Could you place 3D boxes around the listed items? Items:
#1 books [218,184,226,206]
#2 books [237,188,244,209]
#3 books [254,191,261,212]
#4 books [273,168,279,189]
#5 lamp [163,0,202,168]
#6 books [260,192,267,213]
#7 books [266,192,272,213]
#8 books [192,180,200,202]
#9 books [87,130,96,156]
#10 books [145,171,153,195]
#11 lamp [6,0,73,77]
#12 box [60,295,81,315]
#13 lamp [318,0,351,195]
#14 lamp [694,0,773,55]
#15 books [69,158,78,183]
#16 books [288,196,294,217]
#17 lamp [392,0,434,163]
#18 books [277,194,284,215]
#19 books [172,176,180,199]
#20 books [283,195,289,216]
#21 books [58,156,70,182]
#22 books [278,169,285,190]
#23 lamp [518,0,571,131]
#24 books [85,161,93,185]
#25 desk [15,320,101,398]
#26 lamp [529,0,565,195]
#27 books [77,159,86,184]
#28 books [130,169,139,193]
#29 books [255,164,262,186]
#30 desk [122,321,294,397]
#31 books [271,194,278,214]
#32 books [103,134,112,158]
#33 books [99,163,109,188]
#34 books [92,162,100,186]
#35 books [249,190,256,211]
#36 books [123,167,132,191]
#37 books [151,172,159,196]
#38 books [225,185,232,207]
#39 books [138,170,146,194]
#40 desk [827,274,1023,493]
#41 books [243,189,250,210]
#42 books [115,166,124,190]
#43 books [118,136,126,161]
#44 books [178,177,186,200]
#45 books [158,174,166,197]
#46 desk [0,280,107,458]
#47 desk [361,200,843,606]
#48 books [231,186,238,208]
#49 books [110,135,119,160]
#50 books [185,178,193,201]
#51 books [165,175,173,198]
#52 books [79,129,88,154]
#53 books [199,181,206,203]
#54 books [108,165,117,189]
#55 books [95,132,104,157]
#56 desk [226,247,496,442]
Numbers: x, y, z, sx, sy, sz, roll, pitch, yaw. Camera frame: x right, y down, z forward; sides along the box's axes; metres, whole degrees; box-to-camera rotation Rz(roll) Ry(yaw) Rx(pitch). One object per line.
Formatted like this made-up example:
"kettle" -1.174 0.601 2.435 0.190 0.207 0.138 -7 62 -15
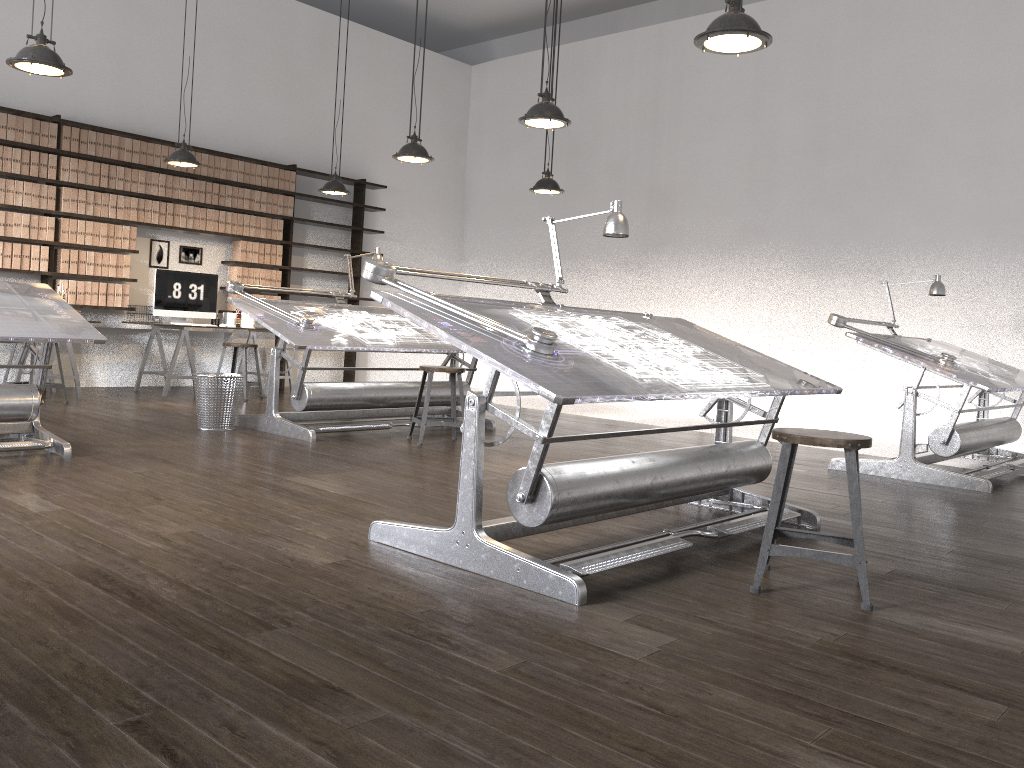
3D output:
"books" -3.037 -1.941 9.149 0.175 0.225 0.066 5 2 42
"books" -2.894 -1.943 9.307 0.175 0.225 0.066 5 2 42
"books" -2.761 -1.944 9.452 0.175 0.225 0.066 5 2 42
"books" -2.609 -2.222 9.603 0.175 0.225 0.066 5 2 42
"lamp" -2.684 -2.957 7.384 0.310 2.251 0.313 3 1 -24
"books" -2.711 -1.944 9.505 0.175 0.225 0.067 5 2 42
"books" -2.667 -1.945 9.560 0.175 0.225 0.066 5 2 42
"books" -3.224 -1.939 8.930 0.175 0.225 0.067 5 2 42
"books" -3.903 -2.208 8.153 0.175 0.225 0.066 5 2 42
"books" -3.554 -1.936 8.568 0.175 0.225 0.066 5 2 42
"lamp" -2.402 -2.769 4.617 0.310 2.251 0.313 3 1 -28
"box" -3.940 -0.681 7.821 0.138 0.207 0.211 5 2 42
"lamp" -1.649 -2.969 8.542 0.310 2.251 0.313 3 1 -24
"lamp" 0.963 -2.507 3.590 0.313 2.251 0.310 4 1 21
"books" -4.015 -1.930 8.045 0.175 0.225 0.066 5 2 42
"books" -2.486 -1.947 9.759 0.175 0.225 0.066 5 2 42
"lamp" -0.667 -2.788 6.557 0.310 2.251 0.313 3 1 -24
"books" -2.571 -1.946 9.660 0.175 0.225 0.067 5 2 42
"books" -3.372 -1.938 8.775 0.175 0.225 0.066 5 2 42
"books" -2.530 -1.947 9.713 0.175 0.225 0.066 5 2 42
"books" -4.066 -1.930 7.994 0.175 0.225 0.066 5 2 42
"books" -2.560 -2.223 9.659 0.175 0.225 0.066 5 2 42
"lamp" 0.257 -2.640 5.172 0.310 2.264 0.313 3 1 -24
"books" -3.928 -1.931 8.149 0.175 0.225 0.066 5 2 42
"desk" -4.356 -0.225 7.226 0.657 0.669 1.667 5 4 42
"lamp" 0.369 -2.799 7.715 0.313 2.251 0.310 4 1 21
"books" -3.966 -1.930 8.099 0.175 0.225 0.067 5 2 42
"books" -3.644 -1.935 8.469 0.175 0.225 0.066 5 2 42
"books" -2.747 -2.221 9.447 0.175 0.225 0.066 5 2 42
"desk" -2.929 -0.241 8.821 0.657 0.669 1.667 5 4 42
"books" -2.622 -1.946 9.613 0.175 0.225 0.066 5 2 42
"books" -3.811 -2.209 8.261 0.175 0.225 0.066 5 2 42
"books" -3.832 -1.932 8.251 0.175 0.225 0.067 5 2 42
"books" -3.886 -1.932 8.200 0.175 0.225 0.066 5 2 42
"books" -2.804 -1.944 9.406 0.175 0.225 0.066 5 2 42
"books" -3.692 -1.934 8.416 0.175 0.225 0.066 5 2 42
"books" -3.511 -1.936 8.614 0.175 0.225 0.066 5 2 42
"books" -2.986 -1.941 9.199 0.175 0.225 0.066 5 2 42
"books" -3.595 -1.935 8.515 0.175 0.225 0.067 5 2 42
"desk" 3.064 -0.093 6.247 1.079 1.385 2.067 5 3 42
"books" -2.845 -1.943 9.353 0.175 0.225 0.067 5 2 42
"books" -3.736 -1.933 8.361 0.175 0.225 0.066 5 2 42
"books" -3.721 -2.210 8.361 0.175 0.225 0.066 5 2 42
"books" -3.323 -1.938 8.824 0.175 0.225 0.066 5 2 42
"books" -3.461 -1.936 8.667 0.175 0.225 0.067 5 2 42
"desk" -3.301 -0.340 4.221 1.079 1.385 2.278 5 3 42
"desk" 0.427 -0.083 3.616 1.079 1.385 2.067 5 3 42
"books" -2.942 -1.942 9.254 0.175 0.225 0.066 5 2 42
"books" -3.762 -2.209 8.308 0.175 0.225 0.067 5 2 42
"books" -3.272 -1.938 8.876 0.175 0.225 0.066 5 2 42
"books" -3.417 -1.937 8.722 0.175 0.225 0.066 5 2 42
"books" -3.953 -2.208 8.103 0.175 0.225 0.066 5 2 42
"books" -3.185 -1.940 8.980 0.175 0.225 0.066 5 2 42
"books" -3.786 -1.933 8.311 0.175 0.225 0.066 5 2 42
"books" -3.858 -2.209 8.209 0.175 0.225 0.066 5 2 42
"desk" -1.067 -0.364 6.719 1.079 1.385 2.067 5 3 42
